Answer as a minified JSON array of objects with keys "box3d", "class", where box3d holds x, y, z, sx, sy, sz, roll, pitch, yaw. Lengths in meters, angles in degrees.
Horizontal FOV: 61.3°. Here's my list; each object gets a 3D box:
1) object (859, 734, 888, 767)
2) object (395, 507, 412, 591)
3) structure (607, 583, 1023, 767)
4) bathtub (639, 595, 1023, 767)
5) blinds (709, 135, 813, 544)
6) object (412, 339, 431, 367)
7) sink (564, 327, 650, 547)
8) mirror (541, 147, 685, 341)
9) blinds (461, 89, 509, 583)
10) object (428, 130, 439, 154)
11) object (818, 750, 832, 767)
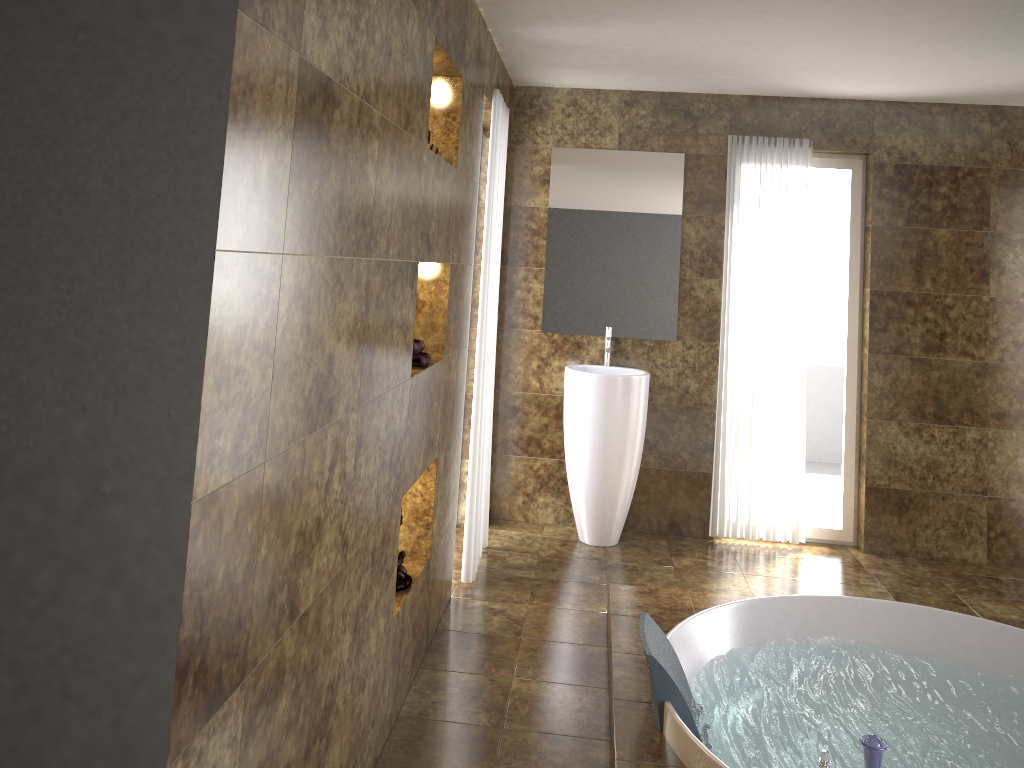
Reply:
[{"box3d":[0.716,0.917,1.723,0.136,0.422,0.134,3,-4,13],"class":"object"},{"box3d":[-0.402,0.526,2.884,0.152,0.275,0.150,3,-2,6],"class":"object"},{"box3d":[1.303,1.111,2.557,2.007,0.124,2.011,4,8,5],"class":"structure"},{"box3d":[1.302,1.103,2.557,1.764,0.523,1.743,8,8,36],"class":"bathtub"},{"box3d":[1.407,-0.278,4.822,0.520,2.275,0.066,3,-5,5],"class":"blinds"},{"box3d":[-0.362,-0.207,2.976,0.175,0.286,0.110,3,-3,6],"class":"object"},{"box3d":[0.496,0.271,4.666,0.460,1.141,0.431,3,-4,8],"class":"sink"},{"box3d":[0.583,-0.816,4.985,0.769,1.097,0.008,3,-5,6],"class":"mirror"},{"box3d":[-0.107,-0.285,4.226,0.068,2.286,0.592,3,-4,5],"class":"blinds"},{"box3d":[-0.330,-0.914,2.976,0.152,0.268,0.121,3,-3,6],"class":"object"},{"box3d":[0.670,0.951,1.860,0.131,0.309,0.128,3,-3,13],"class":"object"}]
